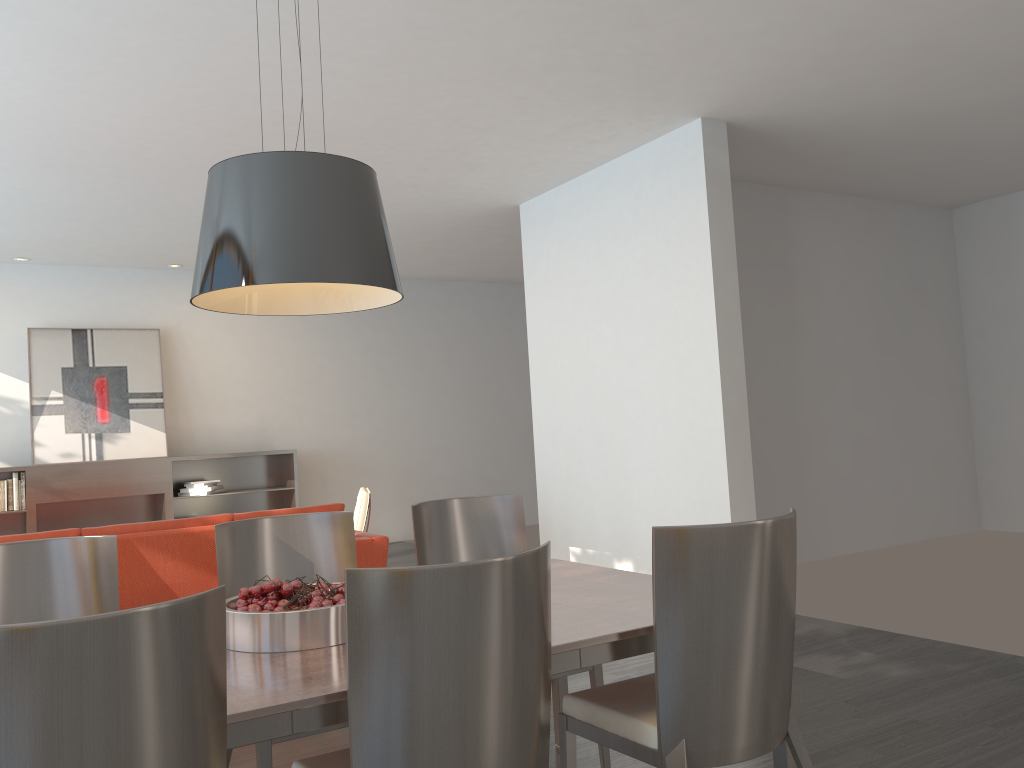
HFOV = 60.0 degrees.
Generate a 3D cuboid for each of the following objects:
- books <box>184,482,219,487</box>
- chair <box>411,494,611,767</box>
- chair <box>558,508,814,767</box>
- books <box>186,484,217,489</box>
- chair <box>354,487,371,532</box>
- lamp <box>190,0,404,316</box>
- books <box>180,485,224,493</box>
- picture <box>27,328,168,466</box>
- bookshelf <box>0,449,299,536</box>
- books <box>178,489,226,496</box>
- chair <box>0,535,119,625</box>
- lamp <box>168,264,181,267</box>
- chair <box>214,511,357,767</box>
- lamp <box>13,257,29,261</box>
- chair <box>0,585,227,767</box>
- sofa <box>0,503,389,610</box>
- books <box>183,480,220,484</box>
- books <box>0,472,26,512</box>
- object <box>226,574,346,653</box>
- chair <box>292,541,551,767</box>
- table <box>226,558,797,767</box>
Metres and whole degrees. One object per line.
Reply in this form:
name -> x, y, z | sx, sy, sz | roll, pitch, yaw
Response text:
books -> -3.135, 1.011, 8.960 | 0.210, 0.020, 0.300 | -4, -3, 9
chair -> -0.049, 0.905, 3.186 | 0.548, 0.968, 0.614 | -1, -4, -31
chair -> 0.479, 0.828, 2.342 | 0.548, 0.968, 0.614 | -1, -4, -31
books -> -3.134, 1.031, 8.959 | 0.210, 0.020, 0.300 | -3, -3, -1
chair -> -1.404, 1.251, 6.936 | 0.707, 0.817, 0.699 | -3, -3, -11
lamp -> -0.628, -1.014, 2.476 | 0.567, 1.581, 0.567 | -3, -4, -2
books -> -3.133, 1.060, 8.957 | 0.314, 0.038, 0.398 | -3, -3, -1
picture -> -4.078, 0.098, 8.757 | 1.208, 1.339, 0.269 | -1, -4, -31
bookshelf -> -3.815, 1.326, 8.618 | 3.387, 1.163, 0.569 | -2, -4, -31
books -> -3.130, 1.097, 8.955 | 0.314, 0.038, 0.398 | -4, -3, 9
chair -> -1.306, 0.939, 2.435 | 0.548, 0.968, 0.614 | -1, -4, -31
lamp -> -3.512, -1.229, 9.226 | 0.129, 0.010, 0.129 | -4, -3, 14
chair -> -0.649, 0.922, 2.828 | 0.548, 0.968, 0.614 | -1, -4, -31
lamp -> -4.712, -1.197, 8.510 | 0.129, 0.010, 0.129 | -4, -3, 14
chair -> -0.777, 0.862, 1.591 | 0.548, 0.968, 0.614 | -1, -4, -31
sofa -> -2.083, 1.185, 5.058 | 2.597, 0.853, 1.037 | -2, -4, -31
books -> -3.137, 0.991, 8.962 | 0.300, 0.020, 0.210 | -1, -4, -41
books -> -4.731, 0.983, 7.995 | 0.592, 0.340, 0.324 | -1, -4, -31
object -> -0.559, 0.584, 2.364 | 0.427, 0.154, 0.427 | -4, -3, 13
chair -> -0.178, 0.846, 1.949 | 0.548, 0.968, 0.614 | -1, -4, -31
table -> -0.442, 1.039, 2.371 | 2.151, 0.765, 1.171 | -2, -4, -31
